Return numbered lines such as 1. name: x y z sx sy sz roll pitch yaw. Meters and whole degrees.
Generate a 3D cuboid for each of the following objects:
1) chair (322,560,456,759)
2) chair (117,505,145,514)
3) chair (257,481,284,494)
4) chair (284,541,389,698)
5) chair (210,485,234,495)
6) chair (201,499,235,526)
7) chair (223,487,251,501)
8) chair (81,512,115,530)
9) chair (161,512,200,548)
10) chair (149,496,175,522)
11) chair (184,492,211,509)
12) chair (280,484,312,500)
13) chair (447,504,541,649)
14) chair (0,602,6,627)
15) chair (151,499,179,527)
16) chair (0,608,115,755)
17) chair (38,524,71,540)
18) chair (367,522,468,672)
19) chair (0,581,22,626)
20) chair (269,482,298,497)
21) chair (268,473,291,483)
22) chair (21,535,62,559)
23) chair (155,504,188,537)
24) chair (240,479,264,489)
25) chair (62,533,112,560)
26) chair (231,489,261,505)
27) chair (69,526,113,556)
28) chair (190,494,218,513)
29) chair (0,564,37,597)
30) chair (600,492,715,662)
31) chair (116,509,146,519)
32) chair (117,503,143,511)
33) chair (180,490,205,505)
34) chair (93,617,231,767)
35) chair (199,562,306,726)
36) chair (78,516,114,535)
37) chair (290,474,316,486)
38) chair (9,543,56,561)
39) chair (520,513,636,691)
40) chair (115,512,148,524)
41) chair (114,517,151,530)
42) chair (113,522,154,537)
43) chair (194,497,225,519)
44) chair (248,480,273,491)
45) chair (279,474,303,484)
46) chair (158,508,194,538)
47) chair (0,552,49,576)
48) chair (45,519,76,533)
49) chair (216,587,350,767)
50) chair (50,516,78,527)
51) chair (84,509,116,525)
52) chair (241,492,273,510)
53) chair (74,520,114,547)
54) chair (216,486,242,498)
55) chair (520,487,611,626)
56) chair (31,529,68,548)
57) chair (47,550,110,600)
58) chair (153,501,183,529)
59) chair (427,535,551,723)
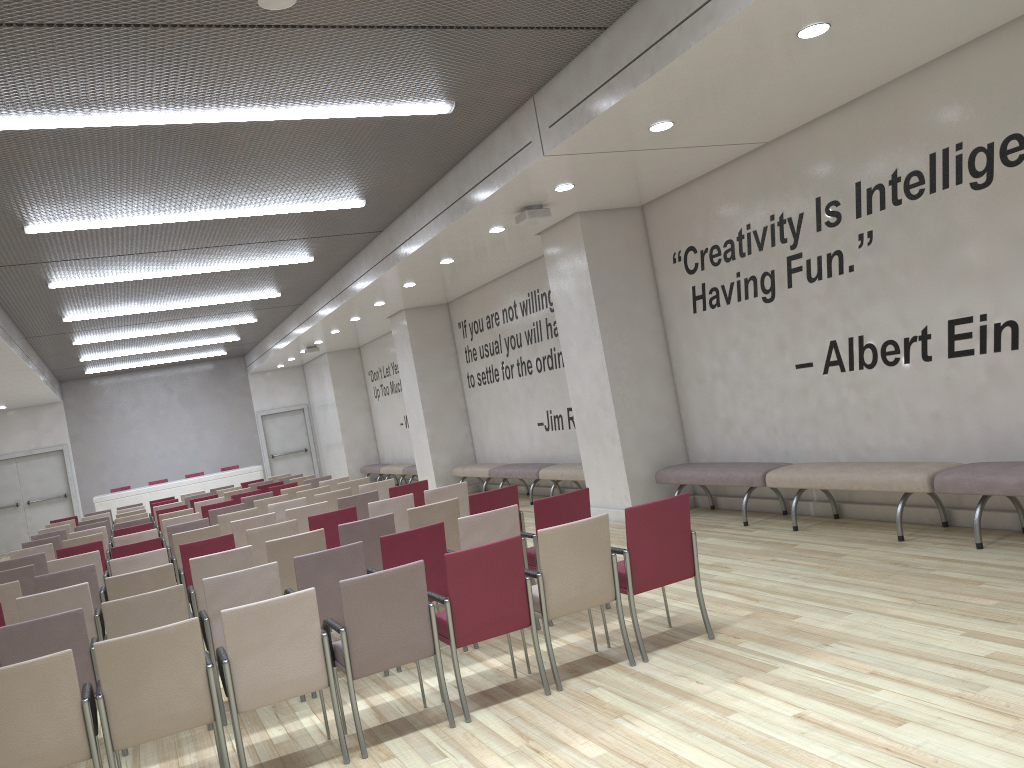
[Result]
1. chair: -0.692 1.396 4.709 0.513 0.890 0.640 -10 -1 -25
2. chair: -6.599 2.594 15.505 0.513 0.890 0.640 -10 -1 -25
3. chair: -4.133 2.144 15.274 0.513 0.890 0.640 -10 -1 -24
4. chair: -1.190 1.500 5.842 0.513 0.890 0.640 -10 -1 -24
5. chair: -5.604 2.434 17.288 0.513 0.890 0.640 -10 -1 -23
6. chair: -4.135 2.113 12.587 0.513 0.890 0.640 -10 -1 -25
7. chair: -4.624 2.230 15.050 0.513 0.890 0.640 -10 -1 -25
8. chair: -7.084 2.679 15.271 0.513 0.890 0.640 -10 -1 -24
9. chair: -4.142 2.098 11.236 0.513 0.890 0.640 -10 -1 -25
10. chair: -6.588 2.607 16.848 0.513 0.890 0.640 -10 -1 -25
11. chair: -5.598 2.417 15.945 0.513 0.890 0.640 -10 -1 -24
12. chair: -3.147 1.938 13.020 0.513 0.890 0.640 -10 -1 -25
13. chair: -0.196 1.324 6.284 0.513 0.890 0.640 -10 -1 -24
14. chair: -3.642 1.947 6.068 0.513 0.890 0.640 -10 -1 -25
15. chair: -6.096 2.505 15.736 0.513 0.890 0.640 -10 -1 -24
16. chair: -2.664 1.759 5.179 0.513 0.890 0.640 -10 -1 -24
17. chair: -7.093 2.665 13.919 0.513 0.890 0.640 -10 -1 -23
18. chair: -0.695 1.412 6.070 0.513 0.890 0.640 -10 -1 -25
19. chair: -4.136 2.050 7.192 0.513 0.890 0.640 -10 -1 -23
20. chair: -3.626 2.038 14.156 0.513 0.890 0.640 -10 -1 -24
21. chair: -4.616 2.260 17.732 0.513 0.890 0.640 -10 -1 -24
22. chair: -6.107 2.460 11.690 0.513 0.890 0.640 -10 -1 -23
23. chair: -5.116 2.301 13.488 0.513 0.890 0.640 -10 -1 -25
24. chair: -5.097 2.345 17.519 0.513 0.890 0.640 -10 -1 -25
25. chair: -5.130 2.272 10.777 0.513 0.890 0.640 -10 -1 -24
26. chair: -4.133 2.128 13.916 0.513 0.890 0.640 -10 -1 -24
27. chair: -5.610 2.372 11.898 0.513 0.890 0.640 -10 -1 -24
28. chair: -5.102 2.314 14.822 0.513 0.890 0.640 -10 -1 -25
29. chair: -4.635 2.154 8.321 0.513 0.890 0.640 -10 -1 -25
30. chair: 0.801 1.133 5.386 0.513 0.890 0.640 -10 -1 -25
31. chair: -6.111 2.492 14.378 0.513 0.890 0.640 -10 -1 -25
32. chair: -7.092 2.696 16.629 0.513 0.890 0.640 -10 -1 -23
33. chair: -6.089 2.520 17.078 0.513 0.890 0.640 -10 -1 -23
34. chair: -1.686 1.571 4.267 0.513 0.890 0.640 -10 -1 -24
35. chair: -1.676 1.585 5.618 0.513 0.890 0.640 -10 -1 -24
36. chair: -6.594 2.577 14.147 0.513 0.890 0.640 -10 -1 -25
37. chair: -3.638 2.056 15.496 0.513 0.890 0.640 -10 -1 -25
38. chair: -5.620 2.358 10.556 0.513 0.890 0.640 -10 -1 -23
39. chair: 0.305 1.220 5.166 0.513 0.890 0.640 -10 -1 -23
40. chair: -5.614 2.389 13.252 0.513 0.890 0.640 -10 -1 -24
41. chair: -5.117 2.285 12.124 0.513 0.890 0.640 -10 -1 -23
42. chair: -4.627 2.183 11.003 0.513 0.890 0.640 -10 -1 -24
43. chair: -4.626 2.215 13.701 0.513 0.890 0.640 -10 -1 -24
44. chair: -4.607 2.243 16.392 0.513 0.890 0.640 -10 -1 -24
45. chair: -4.113 2.155 16.614 0.513 0.890 0.640 -10 -1 -23
46. chair: -4.616 2.197 12.348 0.513 0.890 0.640 -10 -1 -24
47. chair: -5.122 2.255 9.442 0.513 0.890 0.640 -10 -1 -24
48. chair: -7.583 2.767 15.057 0.513 0.890 0.640 -10 -1 -25
49. chair: -1.194 1.484 4.492 0.513 0.890 0.640 -10 -1 -23
50. chair: -8.079 2.870 16.167 0.513 0.890 0.640 -10 -1 -24
51. chair: -7.575 2.781 16.397 0.513 0.890 0.640 -10 -1 -24
52. chair: -3.647 2.026 12.803 0.513 0.890 0.640 -10 -1 -24
53. chair: -6.101 2.474 13.030 0.513 0.890 0.640 -10 -1 -24
54. chair: -5.115 2.332 16.177 0.513 0.890 0.640 -10 -1 -25
55. chair: 0.310 1.235 6.509 0.513 0.890 0.640 -10 -1 -24
56. chair: -6.602 2.563 12.809 0.513 0.890 0.640 -10 -1 -25
57. chair: -4.130 2.064 8.534 0.513 0.890 0.640 -10 -1 -24
58. chair: -5.602 2.402 14.596 0.513 0.890 0.640 -10 -1 -23
59. chair: -0.187 1.307 4.941 0.513 0.890 0.640 -10 -1 -24
